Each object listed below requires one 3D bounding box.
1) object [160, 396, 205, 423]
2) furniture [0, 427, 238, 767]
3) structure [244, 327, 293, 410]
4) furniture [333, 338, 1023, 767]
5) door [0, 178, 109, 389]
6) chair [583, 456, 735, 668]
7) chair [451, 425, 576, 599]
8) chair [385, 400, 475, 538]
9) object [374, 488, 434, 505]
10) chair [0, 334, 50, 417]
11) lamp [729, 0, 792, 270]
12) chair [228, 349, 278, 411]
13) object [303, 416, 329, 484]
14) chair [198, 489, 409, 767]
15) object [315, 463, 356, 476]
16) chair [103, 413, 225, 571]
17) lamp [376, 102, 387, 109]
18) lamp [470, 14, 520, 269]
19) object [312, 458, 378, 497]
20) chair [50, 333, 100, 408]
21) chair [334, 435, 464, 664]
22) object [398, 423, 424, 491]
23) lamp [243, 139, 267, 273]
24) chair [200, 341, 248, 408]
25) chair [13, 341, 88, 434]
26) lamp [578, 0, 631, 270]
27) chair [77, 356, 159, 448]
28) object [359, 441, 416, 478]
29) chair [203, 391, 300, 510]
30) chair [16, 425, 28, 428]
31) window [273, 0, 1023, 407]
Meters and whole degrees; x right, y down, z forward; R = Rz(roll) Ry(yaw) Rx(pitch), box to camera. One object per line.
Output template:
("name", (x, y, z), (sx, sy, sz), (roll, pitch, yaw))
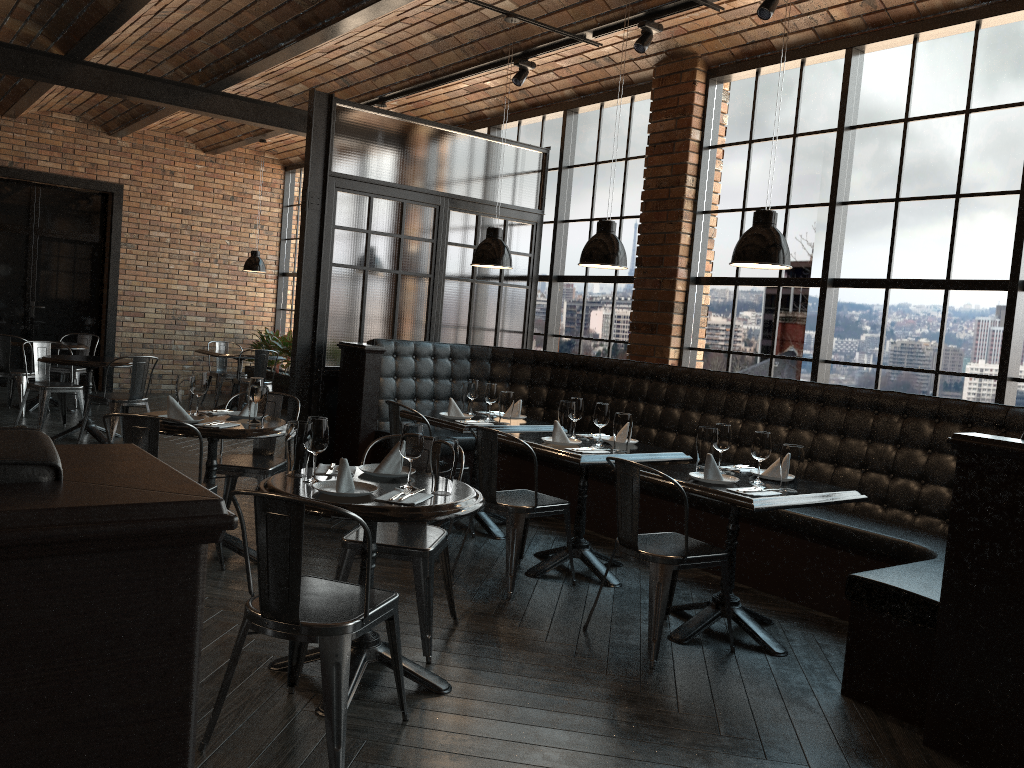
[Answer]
("object", (-1.728, 0.132, 4.637), (0.232, 0.139, 0.232), (5, 4, 8))
("furniture", (-2.813, 0.385, 2.745), (1.979, 1.212, 5.451), (2, 5, -37))
("structure", (-2.060, -0.037, 10.995), (0.783, 1.072, 6.265), (2, 5, -37))
("furniture", (0.963, 0.512, 5.595), (1.979, 1.212, 5.451), (2, 5, -37))
("door", (-6.469, -1.323, 11.933), (1.826, 2.761, 0.108), (2, 5, -37))
("chair", (0.698, 0.769, 4.084), (0.558, 0.857, 0.504), (2, 5, -32))
("chair", (0.029, 0.659, 4.878), (0.558, 0.857, 0.504), (1, 5, -42))
("chair", (-0.564, 0.545, 5.825), (0.558, 0.857, 0.504), (2, 5, -32))
("object", (-0.380, 0.399, 3.193), (0.157, 0.019, 0.255), (6, 4, 13))
("chair", (-5.346, -0.111, 9.559), (0.504, 0.857, 0.558), (5, 4, 3))
("lamp", (1.251, -1.380, 4.166), (0.291, 1.653, 0.291), (5, 4, 8))
("chair", (-3.167, -0.016, 10.881), (0.504, 0.857, 0.558), (2, 5, -32))
("object", (-0.733, 0.247, 3.311), (0.092, 0.244, 0.092), (2, 5, -38))
("chair", (-0.637, 0.737, 2.885), (0.504, 0.857, 0.558), (6, 4, 18))
("object", (-0.711, 0.345, 3.571), (0.157, 0.019, 0.255), (4, 4, -7))
("chair", (-1.720, 0.546, 4.359), (0.504, 0.857, 0.558), (5, 4, 3))
("lamp", (-1.346, -1.926, 8.737), (0.291, 1.653, 0.291), (7, 4, 28))
("lamp", (-0.067, -1.609, 5.919), (0.291, 1.653, 0.291), (7, 4, 28))
("object", (-0.595, 0.326, 3.185), (0.232, 0.139, 0.232), (6, 4, 23))
("chair", (-5.278, -0.177, 10.622), (0.504, 0.857, 0.558), (5, 4, 3))
("chair", (-0.494, 0.681, 3.897), (0.504, 0.857, 0.558), (5, 4, 8))
("object", (-0.382, 0.274, 3.347), (0.092, 0.244, 0.092), (2, 5, -38))
("lamp", (-3.203, -2.250, 11.207), (0.291, 1.653, 0.291), (4, 4, -12))
("chair", (-3.760, -0.121, 11.704), (0.504, 0.857, 0.558), (2, 5, -37))
("chair", (-4.459, 0.029, 8.606), (0.558, 0.857, 0.504), (8, 5, 38))
("lamp", (0.592, -1.494, 5.042), (0.291, 1.653, 0.291), (4, 4, -12))
("chair", (-3.540, 0.145, 8.037), (0.558, 0.857, 0.504), (7, 5, 33))
("object", (-0.506, 0.304, 3.622), (0.232, 0.139, 0.232), (5, 4, 7))
("chair", (-1.579, 0.490, 5.365), (0.504, 0.857, 0.558), (5, 4, 3))
("chair", (-2.140, 0.582, 3.303), (0.558, 0.857, 0.504), (3, 4, -27))
("window", (1.307, -0.846, 7.229), (0.168, 3.253, 16.179), (2, 5, -37))
